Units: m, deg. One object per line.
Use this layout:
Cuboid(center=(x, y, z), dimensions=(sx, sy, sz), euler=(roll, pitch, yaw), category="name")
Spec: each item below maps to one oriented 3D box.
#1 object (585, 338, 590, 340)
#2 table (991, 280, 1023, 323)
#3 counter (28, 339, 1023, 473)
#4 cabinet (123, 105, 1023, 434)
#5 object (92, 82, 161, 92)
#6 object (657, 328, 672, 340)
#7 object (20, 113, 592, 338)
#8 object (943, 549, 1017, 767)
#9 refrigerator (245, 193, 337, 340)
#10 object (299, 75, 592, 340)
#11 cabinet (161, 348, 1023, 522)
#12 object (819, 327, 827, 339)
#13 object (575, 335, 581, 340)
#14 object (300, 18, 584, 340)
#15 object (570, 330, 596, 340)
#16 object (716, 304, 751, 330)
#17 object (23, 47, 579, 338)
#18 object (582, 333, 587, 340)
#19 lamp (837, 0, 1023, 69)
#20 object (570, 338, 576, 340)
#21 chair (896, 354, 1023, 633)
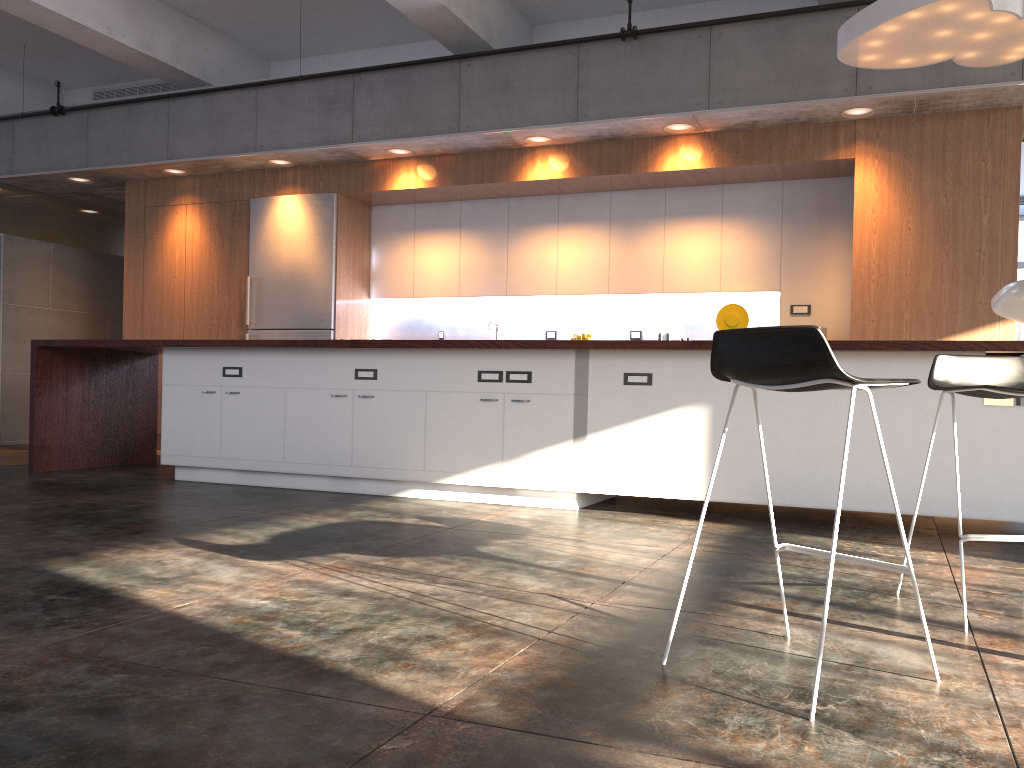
Cuboid(center=(-3.992, -1.534, 10.977), dimensions=(11.574, 2.210, 0.063), euler=(1, 0, 36), category="object")
Cuboid(center=(1.599, 0.254, 2.107), dimensions=(0.816, 0.952, 0.840), euler=(1, 0, 23), category="table")
Cuboid(center=(-0.209, 0.238, 5.727), dimensions=(6.557, 0.971, 1.159), euler=(1, 0, 22), category="counter")
Cuboid(center=(0.226, -0.690, 8.648), dimensions=(7.987, 2.563, 2.414), euler=(1, 0, 22), category="cabinet")
Cuboid(center=(-2.016, -1.784, 8.801), dimensions=(5.863, 2.868, 0.059), euler=(1, 1, 23), category="object")
Cuboid(center=(1.311, -0.381, 7.612), dimensions=(0.142, 0.210, 0.061), euler=(1, 1, 22), category="object")
Cuboid(center=(0.665, -0.415, 7.653), dimensions=(0.052, 0.051, 0.063), euler=(1, 0, 15), category="object")
Cuboid(center=(-2.617, 0.825, 7.716), dimensions=(26.800, 0.001, 20.036), euler=(1, -1, 22), category="object")
Cuboid(center=(-2.049, -0.651, 8.303), dimensions=(0.943, 2.191, 0.222), euler=(2, 1, 19), category="refrigerator")
Cuboid(center=(0.665, -0.370, 7.674), dimensions=(0.061, 0.053, 0.053), euler=(1, 0, 29), category="object")
Cuboid(center=(0.346, 0.279, 5.496), dimensions=(5.565, 0.930, 0.936), euler=(1, 0, 22), category="cabinet")
Cuboid(center=(2.312, -0.344, 6.785), dimensions=(0.193, 0.170, 0.188), euler=(1, 0, -19), category="object")
Cuboid(center=(-2.683, -1.533, 8.394), dimensions=(6.804, 2.169, 0.054), euler=(1, 1, 13), category="object")
Cuboid(center=(0.611, -0.375, 7.657), dimensions=(0.052, 0.053, 0.062), euler=(1, 0, -30), category="object")
Cuboid(center=(-4.546, 0.053, 11.441), dimensions=(12.930, 1.215, 0.968), euler=(1, 0, 33), category="object")
Cuboid(center=(1.786, -0.453, 7.138), dimensions=(0.270, 0.381, 0.101), euler=(1, 1, 22), category="object")
Cuboid(center=(0.565, -0.418, 7.741), dimensions=(0.060, 0.060, 0.049), euler=(1, 0, -33), category="object")
Cuboid(center=(0.621, -0.412, 7.621), dimensions=(0.059, 0.060, 0.051), euler=(1, 0, -44), category="object")
Cuboid(center=(2.433, -1.948, 4.898), dimensions=(1.095, 0.130, 0.993), euler=(2, -1, -21), category="lamp")
Cuboid(center=(-0.616, -1.489, 7.581), dimensions=(2.418, 2.228, 0.053), euler=(1, 1, -3), category="object")
Cuboid(center=(1.552, 0.349, 2.806), dimensions=(0.464, 0.895, 0.504), euler=(1, 0, 0), category="chair")
